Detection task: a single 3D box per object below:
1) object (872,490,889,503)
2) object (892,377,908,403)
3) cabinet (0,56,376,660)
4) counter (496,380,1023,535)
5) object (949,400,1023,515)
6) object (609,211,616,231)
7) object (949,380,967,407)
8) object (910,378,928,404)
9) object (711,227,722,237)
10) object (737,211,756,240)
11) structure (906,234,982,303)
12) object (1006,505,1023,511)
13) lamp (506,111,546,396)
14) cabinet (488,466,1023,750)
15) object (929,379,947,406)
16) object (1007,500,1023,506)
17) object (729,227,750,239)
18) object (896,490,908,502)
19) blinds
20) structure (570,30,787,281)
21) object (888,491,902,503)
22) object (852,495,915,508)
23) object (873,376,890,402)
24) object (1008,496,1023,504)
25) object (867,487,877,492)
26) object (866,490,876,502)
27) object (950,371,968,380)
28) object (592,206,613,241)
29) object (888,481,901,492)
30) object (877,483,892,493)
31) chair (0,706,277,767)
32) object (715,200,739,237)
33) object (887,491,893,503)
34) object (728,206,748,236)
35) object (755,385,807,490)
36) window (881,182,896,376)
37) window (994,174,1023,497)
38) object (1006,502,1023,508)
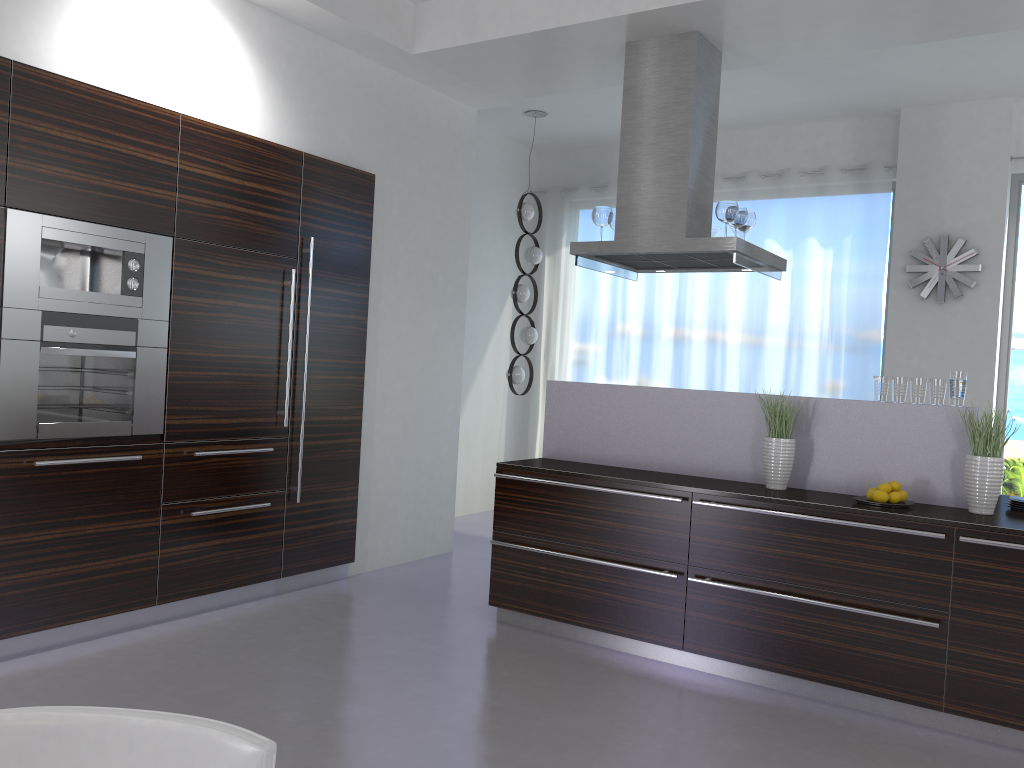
[{"bbox_3d":[1.602,0.490,3.856,0.070,0.058,0.060,4,1,32],"label":"object"},{"bbox_3d":[1.797,0.028,4.113,0.071,0.119,0.072,3,1,-17],"label":"object"},{"bbox_3d":[-2.128,-0.086,4.126,0.669,2.500,3.600,4,1,33],"label":"cabinet"},{"bbox_3d":[1.635,0.725,4.357,3.291,1.300,1.302,4,1,33],"label":"counter"},{"bbox_3d":[2.017,0.302,3.757,0.269,0.502,0.247,3,1,-14],"label":"object"},{"bbox_3d":[0.637,-0.913,5.303,0.125,0.221,0.125,3,1,-32],"label":"object"},{"bbox_3d":[1.999,0.042,3.981,0.071,0.119,0.072,3,1,-17],"label":"object"},{"bbox_3d":[1.864,0.032,4.069,0.071,0.119,0.072,3,1,-17],"label":"object"},{"bbox_3d":[1.203,-0.859,5.401,0.137,0.174,0.137,3,1,-2],"label":"object"},{"bbox_3d":[1.326,-0.869,5.058,0.125,0.221,0.125,3,1,-32],"label":"object"},{"bbox_3d":[3.182,-0.853,6.548,0.505,0.505,0.076,4,1,33],"label":"structure"},{"bbox_3d":[2.347,0.560,3.963,0.232,0.020,0.232,4,1,42],"label":"object"},{"bbox_3d":[0.133,-1.087,7.464,0.180,2.370,0.367,4,1,27],"label":"lamp"},{"bbox_3d":[1.615,0.948,4.353,3.285,0.852,1.377,4,1,33],"label":"cabinet"},{"bbox_3d":[1.932,0.037,4.025,0.071,0.119,0.072,3,1,-17],"label":"object"},{"bbox_3d":[2.348,0.540,3.963,0.232,0.020,0.232,4,1,36],"label":"object"},{"bbox_3d":[1.362,-0.848,5.298,0.137,0.174,0.137,3,1,-2],"label":"object"},{"bbox_3d":[1.710,0.492,3.902,0.063,0.053,0.051,3,1,-17],"label":"object"},{"bbox_3d":[1.505,-0.261,7.764,3.245,3.112,0.120,4,1,33],"label":"blinds"},{"bbox_3d":[1.022,-1.265,5.202,0.981,1.231,0.915,4,1,33],"label":"structure"},{"bbox_3d":[1.666,0.495,3.864,0.061,0.054,0.052,3,1,10],"label":"object"},{"bbox_3d":[1.631,0.519,3.898,0.232,0.020,0.232,4,1,42],"label":"object"},{"bbox_3d":[1.729,0.023,4.157,0.072,0.119,0.071,3,1,-7],"label":"object"},{"bbox_3d":[2.253,0.458,4.121,0.269,0.147,0.646,3,1,-32],"label":"object"},{"bbox_3d":[1.620,0.490,3.965,0.052,0.054,0.061,3,1,-10],"label":"object"},{"bbox_3d":[1.596,0.493,3.914,0.063,0.051,0.053,4,1,37],"label":"object"},{"bbox_3d":[2.001,0.003,3.981,0.071,0.119,0.072,3,1,-17],"label":"object"},{"bbox_3d":[0.523,-0.917,5.167,0.125,0.221,0.125,3,1,-32],"label":"object"},{"bbox_3d":[1.684,0.450,3.908,0.053,0.048,0.063,3,1,-1],"label":"object"},{"bbox_3d":[1.634,0.458,3.891,0.061,0.047,0.053,4,1,36],"label":"object"},{"bbox_3d":[-0.629,0.905,1.088,0.508,0.805,0.620,3,1,3],"label":"chair"},{"bbox_3d":[1.161,-0.874,4.802,0.125,0.221,0.125,3,1,-32],"label":"object"},{"bbox_3d":[1.661,0.494,3.923,0.057,0.060,0.071,4,1,34],"label":"object"},{"bbox_3d":[1.245,-0.871,4.934,0.125,0.221,0.125,3,1,-32],"label":"object"},{"bbox_3d":[1.259,0.250,4.221,0.269,0.502,0.247,4,1,33],"label":"object"},{"bbox_3d":[1.773,-0.435,7.859,3.000,2.500,0.100,4,1,33],"label":"window"},{"bbox_3d":[4.911,-0.218,5.816,3.000,2.500,0.100,4,1,33],"label":"window"},{"bbox_3d":[2.348,0.550,3.963,0.232,0.020,0.232,4,1,42],"label":"object"}]
